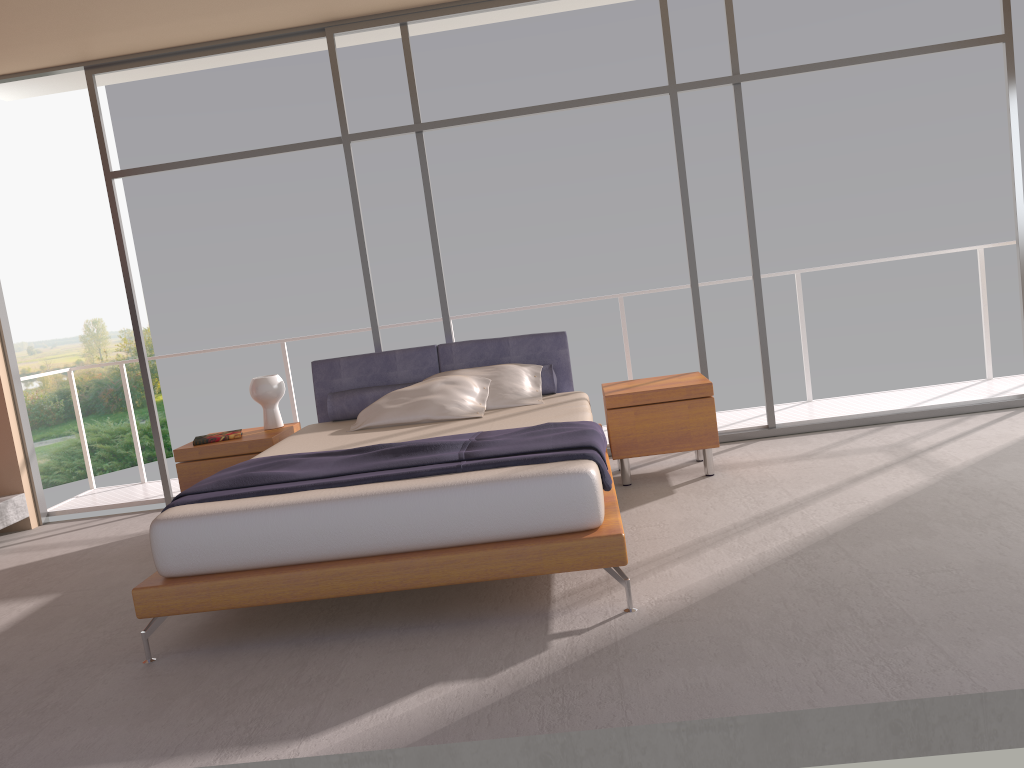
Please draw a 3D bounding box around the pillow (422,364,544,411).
[{"bbox_3d":[-0.190,0.041,5.407,0.791,0.265,0.400,-7,7,7],"label":"pillow"}]

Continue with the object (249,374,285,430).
[{"bbox_3d":[-1.574,0.118,5.759,0.224,0.338,0.224,-6,7,16],"label":"object"}]

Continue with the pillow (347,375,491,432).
[{"bbox_3d":[-0.554,0.119,5.254,0.869,0.264,0.431,-6,7,12],"label":"pillow"}]

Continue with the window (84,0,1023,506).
[{"bbox_3d":[0.289,-1.014,6.032,6.106,3.133,0.075,-7,7,5],"label":"window"}]

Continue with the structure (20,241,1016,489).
[{"bbox_3d":[0.255,-0.073,6.561,7.689,1.005,0.728,-7,7,5],"label":"structure"}]

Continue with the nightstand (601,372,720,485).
[{"bbox_3d":[0.909,0.268,5.478,0.628,0.556,0.562,-7,7,5],"label":"nightstand"}]

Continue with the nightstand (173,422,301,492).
[{"bbox_3d":[-1.702,0.601,5.690,0.628,0.556,0.562,-7,7,5],"label":"nightstand"}]

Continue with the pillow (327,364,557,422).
[{"bbox_3d":[-0.445,0.059,5.629,1.470,0.201,0.205,-7,7,5],"label":"pillow"}]

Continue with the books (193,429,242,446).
[{"bbox_3d":[-1.856,0.337,5.603,0.287,0.025,0.247,-10,7,-15],"label":"books"}]

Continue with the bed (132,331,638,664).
[{"bbox_3d":[-0.501,0.368,4.630,2.017,0.959,2.462,-7,7,5],"label":"bed"}]
